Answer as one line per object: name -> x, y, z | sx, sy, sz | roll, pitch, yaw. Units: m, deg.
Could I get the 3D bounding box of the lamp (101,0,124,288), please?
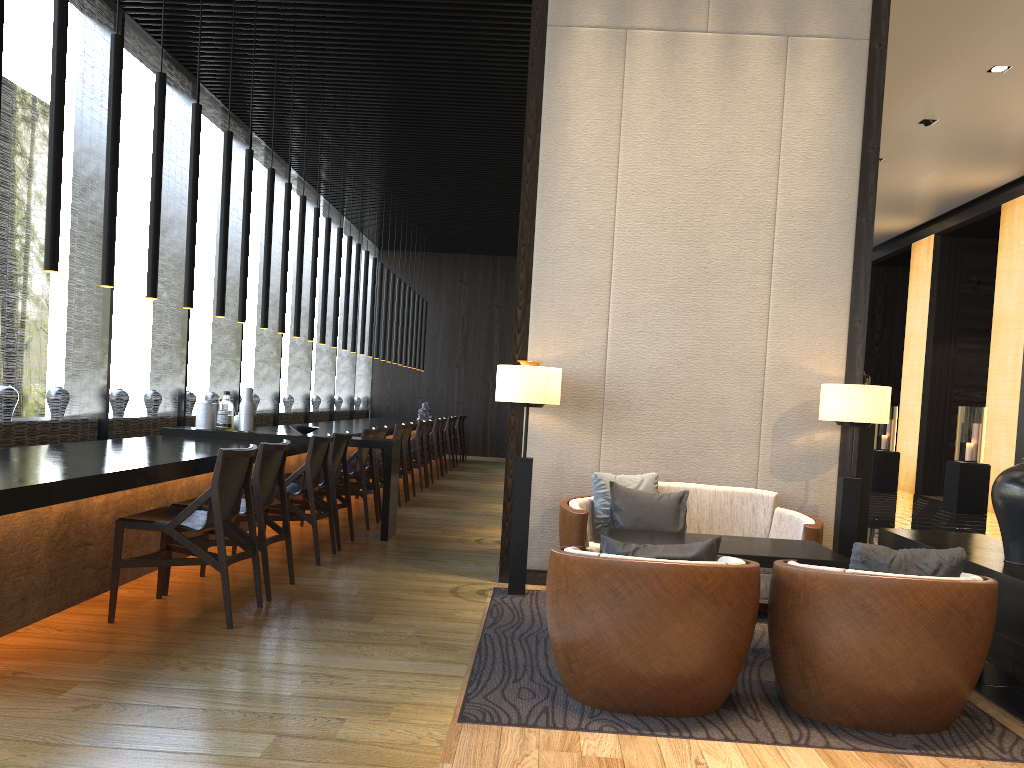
lamp -> -1.999, -1.705, 4.476 | 0.060, 2.425, 0.060 | 3, 2, -3

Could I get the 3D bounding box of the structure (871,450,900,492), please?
structure -> 6.128, 1.431, 14.665 | 0.402, 0.659, 0.402 | 3, 1, 2

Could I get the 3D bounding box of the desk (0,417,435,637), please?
desk -> -1.984, 0.659, 2.022 | 1.779, 0.761, 28.706 | 3, -1, 2

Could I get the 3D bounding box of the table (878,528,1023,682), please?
table -> 2.321, 1.068, 4.067 | 0.620, 0.514, 1.958 | 3, -1, 2

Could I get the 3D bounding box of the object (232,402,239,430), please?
object -> -2.163, 0.257, 7.023 | 0.136, 0.218, 0.135 | 3, 1, -11

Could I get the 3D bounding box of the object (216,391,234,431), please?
object -> -2.215, 0.207, 6.856 | 0.129, 0.306, 0.129 | 3, 2, -12

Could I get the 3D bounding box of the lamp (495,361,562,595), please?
lamp -> 0.065, 0.546, 5.135 | 0.375, 1.354, 0.374 | 3, 2, -8

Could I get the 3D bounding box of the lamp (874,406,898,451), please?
lamp -> 6.170, 0.731, 14.633 | 0.337, 0.731, 0.336 | 3, 2, -25

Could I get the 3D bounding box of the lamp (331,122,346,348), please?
lamp -> -1.819, -1.597, 9.358 | 0.060, 2.425, 0.060 | 4, 2, 7

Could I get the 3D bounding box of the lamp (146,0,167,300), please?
lamp -> -1.980, -1.694, 4.989 | 0.060, 2.425, 0.060 | 3, 2, -3

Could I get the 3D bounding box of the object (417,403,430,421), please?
object -> -1.505, 0.474, 15.130 | 0.207, 0.311, 0.161 | 3, 2, -18

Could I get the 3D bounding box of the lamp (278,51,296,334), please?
lamp -> -1.888, -1.639, 7.472 | 0.060, 2.425, 0.060 | 3, 2, -3

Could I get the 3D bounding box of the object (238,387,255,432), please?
object -> -2.064, 0.197, 6.893 | 0.113, 0.345, 0.113 | 3, 2, -3

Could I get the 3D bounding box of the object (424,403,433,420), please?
object -> -1.491, 0.478, 15.379 | 0.209, 0.313, 0.163 | 4, 2, 27

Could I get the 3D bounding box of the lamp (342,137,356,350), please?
lamp -> -1.801, -1.586, 9.836 | 0.060, 2.425, 0.060 | 3, 2, -3

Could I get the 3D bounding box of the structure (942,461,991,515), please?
structure -> 6.020, 1.366, 11.733 | 0.402, 0.659, 0.402 | 3, 1, 2

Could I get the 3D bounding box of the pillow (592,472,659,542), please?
pillow -> 0.663, 0.709, 5.107 | 0.433, 0.400, 0.200 | 3, 2, -20

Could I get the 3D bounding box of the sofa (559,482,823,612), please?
sofa -> 0.981, 0.927, 5.004 | 1.448, 0.695, 0.602 | 3, 1, 2

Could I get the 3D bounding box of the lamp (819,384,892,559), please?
lamp -> 1.922, 0.669, 5.071 | 0.375, 1.322, 0.374 | 1, 3, -44

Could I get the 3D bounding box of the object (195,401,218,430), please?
object -> -2.383, 0.241, 6.915 | 0.169, 0.220, 0.168 | 3, 1, -3

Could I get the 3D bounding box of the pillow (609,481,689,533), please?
pillow -> 0.757, 0.732, 4.949 | 0.472, 0.362, 0.219 | 3, 1, -1

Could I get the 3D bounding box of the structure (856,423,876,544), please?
structure -> 2.254, 0.758, 5.977 | 0.240, 1.220, 0.240 | 3, 2, 2

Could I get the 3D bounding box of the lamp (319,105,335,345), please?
lamp -> -1.837, -1.608, 8.857 | 0.060, 2.425, 0.060 | 3, 2, -3

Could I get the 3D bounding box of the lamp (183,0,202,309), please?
lamp -> -1.961, -1.682, 5.504 | 0.060, 2.425, 0.060 | 3, 2, -3

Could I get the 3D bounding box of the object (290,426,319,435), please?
object -> -1.620, 0.366, 6.901 | 0.227, 0.067, 0.227 | 3, -1, 5

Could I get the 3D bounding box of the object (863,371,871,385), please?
object -> 2.315, 0.033, 5.944 | 0.176, 0.246, 0.115 | 3, 2, 2

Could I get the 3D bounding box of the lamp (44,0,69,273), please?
lamp -> -2.017, -1.717, 3.964 | 0.060, 2.425, 0.060 | 3, 2, -3

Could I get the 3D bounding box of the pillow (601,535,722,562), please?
pillow -> 0.526, 0.695, 3.178 | 0.441, 0.339, 0.205 | 3, 1, 9

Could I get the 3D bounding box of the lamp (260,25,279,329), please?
lamp -> -1.905, -1.649, 7.007 | 0.060, 2.425, 0.060 | 3, 2, -3

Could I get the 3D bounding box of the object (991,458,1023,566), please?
object -> 2.326, 0.563, 3.980 | 0.312, 0.494, 0.311 | 3, 1, -17

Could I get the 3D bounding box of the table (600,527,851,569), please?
table -> 0.933, 0.990, 4.074 | 1.042, 0.518, 0.575 | 3, 0, 2

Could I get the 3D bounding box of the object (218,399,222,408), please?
object -> -2.318, 0.238, 7.024 | 0.067, 0.238, 0.067 | 3, 2, -4

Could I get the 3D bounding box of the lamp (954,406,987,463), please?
lamp -> 6.062, 0.665, 11.700 | 0.336, 0.731, 0.336 | 4, 2, 11

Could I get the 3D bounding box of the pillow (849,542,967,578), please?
pillow -> 1.383, 0.741, 3.150 | 0.399, 0.363, 0.222 | 3, 1, 3

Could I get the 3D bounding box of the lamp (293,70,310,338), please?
lamp -> -1.872, -1.629, 7.928 | 0.060, 2.425, 0.060 | 3, 2, -3
